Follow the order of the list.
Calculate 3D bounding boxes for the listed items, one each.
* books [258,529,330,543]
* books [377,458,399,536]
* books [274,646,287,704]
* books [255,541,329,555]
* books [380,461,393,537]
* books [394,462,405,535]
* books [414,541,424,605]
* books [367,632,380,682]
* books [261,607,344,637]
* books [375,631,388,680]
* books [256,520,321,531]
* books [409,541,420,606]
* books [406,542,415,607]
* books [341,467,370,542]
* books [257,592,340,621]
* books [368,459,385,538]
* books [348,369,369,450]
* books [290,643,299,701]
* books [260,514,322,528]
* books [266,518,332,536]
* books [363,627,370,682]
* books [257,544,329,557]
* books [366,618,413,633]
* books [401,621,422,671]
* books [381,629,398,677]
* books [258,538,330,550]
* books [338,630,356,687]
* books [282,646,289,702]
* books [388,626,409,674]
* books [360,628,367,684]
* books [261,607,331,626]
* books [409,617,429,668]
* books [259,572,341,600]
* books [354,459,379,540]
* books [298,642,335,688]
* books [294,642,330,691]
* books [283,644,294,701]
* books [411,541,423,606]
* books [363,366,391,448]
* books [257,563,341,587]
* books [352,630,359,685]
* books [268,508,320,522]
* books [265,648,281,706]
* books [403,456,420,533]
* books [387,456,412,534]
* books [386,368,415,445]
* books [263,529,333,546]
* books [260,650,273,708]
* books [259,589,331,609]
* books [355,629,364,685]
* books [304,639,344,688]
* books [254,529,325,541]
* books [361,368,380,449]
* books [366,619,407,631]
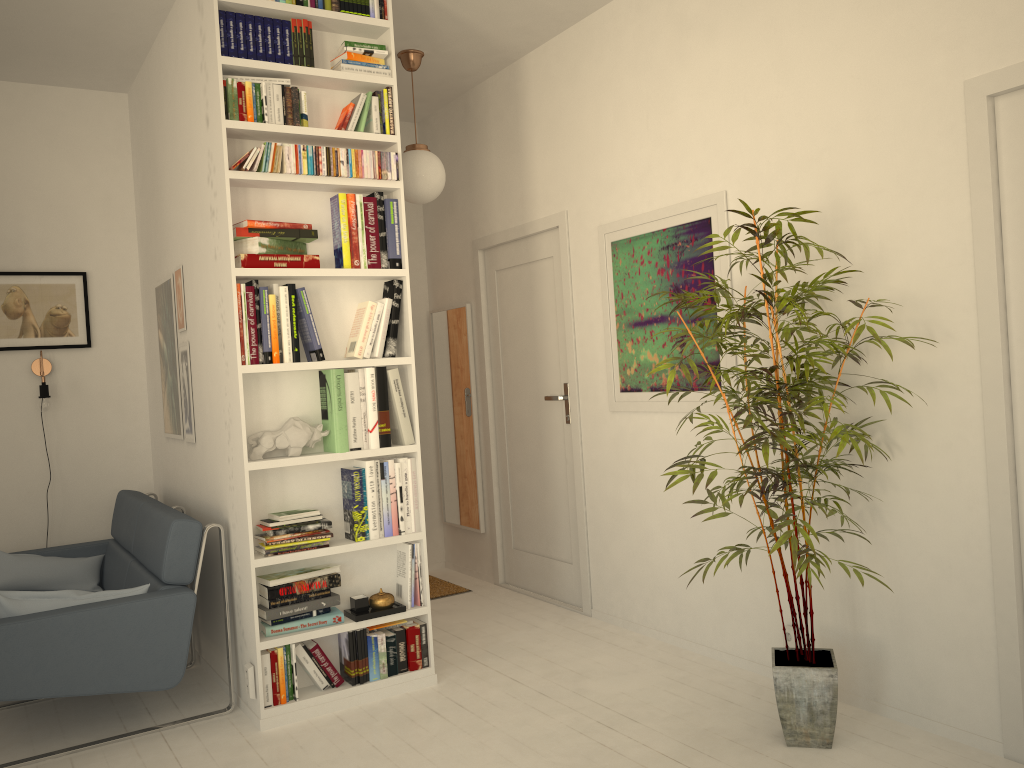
[{"bbox_3d":[-0.849,0.582,3.429,0.250,0.008,0.135,-4,1,-35],"label":"books"},{"bbox_3d":[-0.529,0.458,3.645,0.025,0.305,0.213,-4,1,-32],"label":"books"},{"bbox_3d":[-0.901,1.088,3.374,0.020,0.211,0.184,-4,1,-32],"label":"books"},{"bbox_3d":[-0.853,0.618,3.408,0.247,0.014,0.173,-4,1,-33],"label":"books"},{"bbox_3d":[-0.538,0.464,3.602,0.035,0.304,0.150,-4,1,-32],"label":"books"},{"bbox_3d":[-0.501,0.464,3.645,0.022,0.291,0.208,-4,1,-32],"label":"books"},{"bbox_3d":[-0.407,0.778,3.680,0.011,0.256,0.139,-4,1,-32],"label":"books"},{"bbox_3d":[-0.600,1.080,3.581,0.044,0.179,0.224,-4,1,-32],"label":"books"},{"bbox_3d":[-0.826,0.917,3.451,0.297,0.038,0.204,-4,1,-27],"label":"books"},{"bbox_3d":[-0.567,1.079,3.596,0.032,0.176,0.222,-4,1,-32],"label":"books"},{"bbox_3d":[-0.868,0.536,3.414,0.221,0.010,0.169,-4,1,-29],"label":"books"},{"bbox_3d":[-0.432,0.779,3.690,0.008,0.256,0.184,-4,1,-32],"label":"books"},{"bbox_3d":[-0.433,0.781,3.656,0.033,0.258,0.130,-4,1,-32],"label":"books"},{"bbox_3d":[-0.646,0.478,3.567,0.057,0.284,0.200,-4,1,-32],"label":"books"},{"bbox_3d":[-0.836,0.851,3.429,0.297,0.039,0.165,-4,1,-37],"label":"books"},{"bbox_3d":[-0.586,0.460,3.620,0.027,0.311,0.228,-4,1,-32],"label":"books"},{"bbox_3d":[-0.646,0.102,3.600,0.023,0.321,0.235,-4,1,-32],"label":"books"},{"bbox_3d":[-0.860,1.082,3.399,0.010,0.215,0.193,-4,1,-32],"label":"books"},{"bbox_3d":[-0.862,0.522,3.429,0.212,0.017,0.165,-4,1,-34],"label":"books"},{"bbox_3d":[-0.835,0.552,3.443,0.235,0.025,0.163,-4,1,-25],"label":"books"},{"bbox_3d":[-0.622,1.063,3.559,0.015,0.214,0.202,-4,1,-32],"label":"books"},{"bbox_3d":[-0.848,0.629,3.413,0.247,0.009,0.170,-4,1,-29],"label":"books"},{"bbox_3d":[-0.520,0.978,3.620,0.193,0.012,0.130,-4,1,-32],"label":"books"},{"bbox_3d":[-0.443,1.068,3.665,0.056,0.180,0.202,-4,1,-32],"label":"books"},{"bbox_3d":[-0.532,1.083,3.617,0.048,0.163,0.209,-4,1,-32],"label":"books"},{"bbox_3d":[-0.848,0.605,3.421,0.248,0.009,0.171,-4,1,-29],"label":"books"},{"bbox_3d":[-0.670,1.067,3.521,0.015,0.214,0.202,-4,1,-32],"label":"books"},{"bbox_3d":[-0.895,1.089,3.393,0.012,0.206,0.193,-4,1,-32],"label":"books"},{"bbox_3d":[-0.498,1.076,3.654,0.050,0.170,0.221,-4,1,-32],"label":"books"},{"bbox_3d":[-0.632,1.064,3.546,0.015,0.214,0.202,-4,1,-32],"label":"books"},{"bbox_3d":[-0.849,0.884,3.438,0.241,0.024,0.168,-4,1,-37],"label":"books"},{"bbox_3d":[-0.415,1.067,3.704,0.032,0.176,0.230,-4,1,-32],"label":"books"},{"bbox_3d":[-0.832,0.772,3.437,0.285,0.047,0.185,-4,1,-32],"label":"books"},{"bbox_3d":[-0.612,0.461,3.601,0.037,0.312,0.241,-4,1,-32],"label":"books"},{"bbox_3d":[-0.770,1.085,3.449,0.118,0.192,0.118,-4,1,-32],"label":"books"},{"bbox_3d":[-0.799,1.084,3.439,0.135,0.200,0.134,-4,1,-32],"label":"books"},{"bbox_3d":[-0.881,1.083,3.403,0.021,0.215,0.174,-4,1,-32],"label":"books"},{"bbox_3d":[-0.419,0.778,3.683,0.007,0.257,0.181,-4,1,-32],"label":"books"},{"bbox_3d":[-0.568,0.094,3.626,0.056,0.327,0.202,-4,1,-32],"label":"books"},{"bbox_3d":[-0.838,0.735,3.451,0.297,0.024,0.162,-4,1,-41],"label":"books"},{"bbox_3d":[-0.661,1.066,3.535,0.015,0.214,0.202,-4,1,-32],"label":"books"},{"bbox_3d":[-0.843,0.502,3.417,0.166,0.019,0.127,-4,1,-38],"label":"books"},{"bbox_3d":[-0.924,1.092,3.365,0.026,0.206,0.187,-4,1,-32],"label":"books"},{"bbox_3d":[-0.455,0.454,3.697,0.039,0.303,0.229,-4,1,-32],"label":"books"},{"bbox_3d":[-0.470,0.454,3.652,0.037,0.308,0.161,-4,1,-32],"label":"books"},{"bbox_3d":[-0.504,0.095,3.673,0.099,0.316,0.228,-4,1,-32],"label":"books"},{"bbox_3d":[-0.841,0.592,3.456,0.255,0.014,0.197,-4,1,-22],"label":"books"},{"bbox_3d":[-0.954,1.099,3.351,0.039,0.199,0.185,-4,1,-32],"label":"books"},{"bbox_3d":[-0.843,0.816,3.426,0.247,0.039,0.143,-4,1,-35],"label":"books"},{"bbox_3d":[-0.641,1.065,3.532,0.015,0.214,0.202,-4,1,-32],"label":"books"},{"bbox_3d":[-0.745,1.087,3.472,0.131,0.188,0.136,-4,1,-32],"label":"books"},{"bbox_3d":[-0.854,0.572,3.405,0.238,0.012,0.120,-4,1,-37],"label":"books"},{"bbox_3d":[-0.611,0.099,3.605,0.037,0.324,0.240,-4,1,-32],"label":"books"},{"bbox_3d":[-0.522,0.970,3.598,0.165,0.006,0.103,-4,1,-32],"label":"books"}]
